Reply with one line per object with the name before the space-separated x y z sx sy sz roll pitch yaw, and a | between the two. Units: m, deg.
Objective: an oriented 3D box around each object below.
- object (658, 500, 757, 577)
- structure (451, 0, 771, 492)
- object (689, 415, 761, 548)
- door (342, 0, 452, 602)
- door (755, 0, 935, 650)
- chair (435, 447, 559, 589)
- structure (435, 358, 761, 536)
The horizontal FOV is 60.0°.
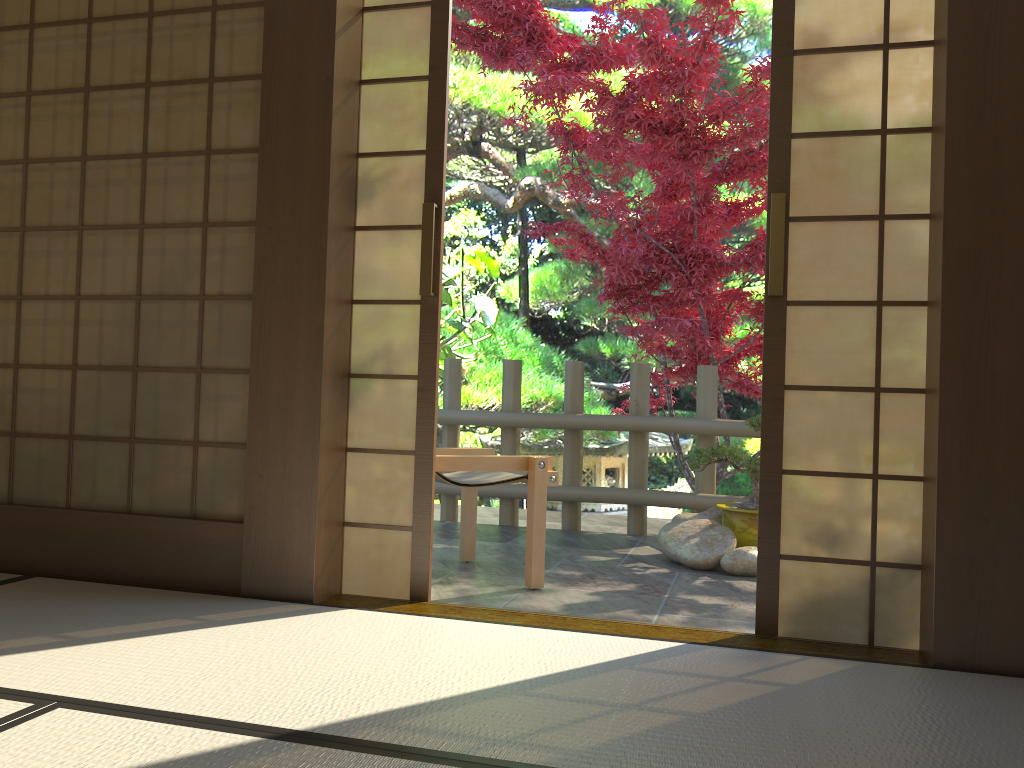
object | 1.373 0.772 4.460 1.260 0.276 1.147 2 -1 11
structure | 1.068 -0.936 6.129 3.045 4.004 3.412 3 -2 -42
object | 1.449 0.222 4.469 1.032 1.362 0.586 1 -2 41
door | -1.152 -0.420 3.156 1.894 2.380 0.073 2 -1 15
door | 1.665 -0.342 2.382 1.894 2.380 0.073 2 -1 15
chair | -0.282 0.523 3.795 0.704 0.598 0.698 3 -1 -28
structure | 1.566 0.450 5.088 7.456 1.136 0.245 2 -1 15
